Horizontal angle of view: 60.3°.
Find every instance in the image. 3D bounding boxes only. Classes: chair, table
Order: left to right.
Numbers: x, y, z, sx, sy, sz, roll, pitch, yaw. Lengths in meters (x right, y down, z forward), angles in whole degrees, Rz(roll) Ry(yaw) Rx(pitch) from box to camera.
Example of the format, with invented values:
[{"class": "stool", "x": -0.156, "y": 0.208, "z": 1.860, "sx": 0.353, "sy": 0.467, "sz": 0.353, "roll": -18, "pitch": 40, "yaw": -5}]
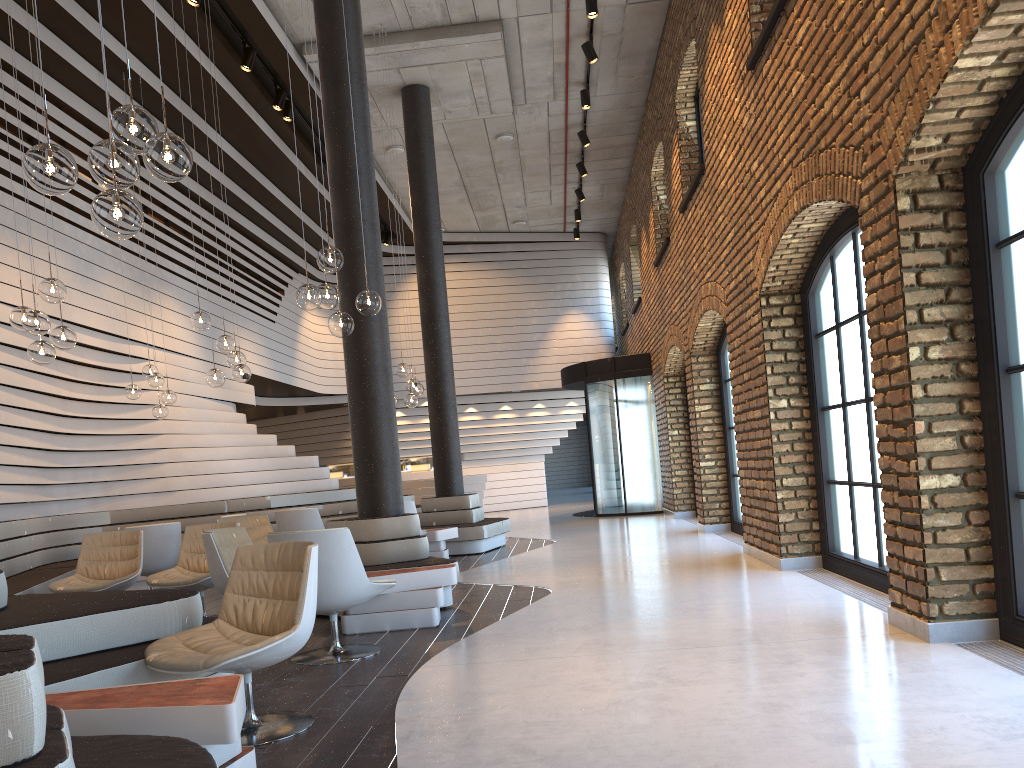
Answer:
[{"class": "chair", "x": -3.342, "y": 1.601, "z": 7.183, "sx": 0.659, "sy": 0.766, "sz": 0.709, "roll": -5, "pitch": -2, "yaw": 11}, {"class": "table", "x": -4.166, "y": 2.118, "z": 9.800, "sx": 0.418, "sy": 0.370, "sz": 0.898, "roll": -7, "pitch": -5, "yaw": 41}, {"class": "table", "x": -1.242, "y": 1.219, "z": 2.965, "sx": 0.909, "sy": 0.370, "sz": 0.413, "roll": -6, "pitch": -3, "yaw": 11}, {"class": "chair", "x": -3.614, "y": 1.774, "z": 8.762, "sx": 0.650, "sy": 0.766, "sz": 0.719, "roll": -3, "pitch": -3, "yaw": -42}, {"class": "chair", "x": -2.503, "y": 1.516, "z": 7.040, "sx": 0.662, "sy": 0.766, "sz": 0.706, "roll": -6, "pitch": -2, "yaw": 23}, {"class": "chair", "x": -3.269, "y": 1.836, "z": 9.726, "sx": 0.711, "sy": 0.766, "sz": 0.657, "roll": -5, "pitch": -2, "yaw": 3}, {"class": "chair", "x": -1.148, "y": 1.086, "z": 3.732, "sx": 0.664, "sy": 0.766, "sz": 0.704, "roll": -7, "pitch": -3, "yaw": 41}, {"class": "chair", "x": -2.496, "y": 1.666, "z": 8.631, "sx": 0.718, "sy": 0.766, "sz": 0.650, "roll": -7, "pitch": -3, "yaw": 43}, {"class": "chair", "x": -1.728, "y": 1.356, "z": 6.059, "sx": 0.712, "sy": 0.766, "sz": 0.656, "roll": -5, "pitch": -2, "yaw": 7}, {"class": "chair", "x": -2.318, "y": 1.784, "z": 10.031, "sx": 0.661, "sy": 0.766, "sz": 0.707, "roll": -6, "pitch": -2, "yaw": 19}, {"class": "chair", "x": -1.068, "y": 1.221, "z": 5.229, "sx": 0.661, "sy": 0.766, "sz": 0.707, "roll": -6, "pitch": -2, "yaw": 21}, {"class": "table", "x": -0.815, "y": 1.472, "z": 6.011, "sx": 0.904, "sy": 0.370, "sz": 0.415, "roll": -5, "pitch": -3, "yaw": -4}, {"class": "chair", "x": -1.263, "y": 1.644, "z": 9.510, "sx": 0.657, "sy": 0.766, "sz": 0.711, "roll": -5, "pitch": -2, "yaw": 4}, {"class": "table", "x": -1.095, "y": 1.902, "z": 10.286, "sx": 0.907, "sy": 0.370, "sz": 0.414, "roll": -5, "pitch": -3, "yaw": 6}]

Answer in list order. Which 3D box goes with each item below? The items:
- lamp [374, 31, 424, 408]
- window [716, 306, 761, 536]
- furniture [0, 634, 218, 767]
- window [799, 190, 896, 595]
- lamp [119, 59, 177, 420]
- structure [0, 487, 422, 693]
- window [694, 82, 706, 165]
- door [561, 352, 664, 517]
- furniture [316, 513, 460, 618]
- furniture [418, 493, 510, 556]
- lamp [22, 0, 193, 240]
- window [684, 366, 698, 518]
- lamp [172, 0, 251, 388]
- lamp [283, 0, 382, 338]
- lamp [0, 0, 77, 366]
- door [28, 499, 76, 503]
[{"class": "lamp", "x": -2.498, "y": -1.415, "z": 15.550, "sx": 9.042, "sy": 4.608, "sz": 42.015, "roll": -5, "pitch": -5, "yaw": 3}, {"class": "window", "x": 2.580, "y": 0.447, "z": 9.637, "sx": 0.130, "sy": 2.534, "sz": 2.358, "roll": -5, "pitch": -2, "yaw": 3}, {"class": "furniture", "x": -1.056, "y": 0.910, "z": 1.713, "sx": 1.274, "sy": 0.721, "sz": 1.779, "roll": -5, "pitch": -5, "yaw": -1}, {"class": "window", "x": 2.367, "y": 0.106, "z": 5.851, "sx": 0.130, "sy": 2.534, "sz": 2.358, "roll": -5, "pitch": -2, "yaw": 3}, {"class": "lamp", "x": -4.019, "y": -1.970, "z": 9.407, "sx": 0.526, "sy": 4.714, "sz": 0.336, "roll": -5, "pitch": 1, "yaw": -35}, {"class": "structure", "x": -3.556, "y": 1.433, "z": 6.072, "sx": 5.771, "sy": 0.926, "sz": 18.277, "roll": -5, "pitch": -5, "yaw": -1}, {"class": "window", "x": 2.198, "y": -2.861, "z": 9.603, "sx": 0.126, "sy": 1.450, "sz": 1.573, "roll": -5, "pitch": -3, "yaw": 3}, {"class": "door", "x": 2.640, "y": 1.017, "z": 16.765, "sx": 3.214, "sy": 2.851, "sz": 3.249, "roll": -5, "pitch": -3, "yaw": 10}, {"class": "furniture", "x": -1.301, "y": 1.441, "z": 7.089, "sx": 1.265, "sy": 0.721, "sz": 1.791, "roll": -3, "pitch": -5, "yaw": -26}, {"class": "furniture", "x": -0.621, "y": 1.784, "z": 11.306, "sx": 1.289, "sy": 0.721, "sz": 1.757, "roll": -8, "pitch": -6, "yaw": 39}, {"class": "lamp", "x": -1.581, "y": -2.800, "z": 3.061, "sx": 0.539, "sy": 4.628, "sz": 0.278, "roll": -5, "pitch": 1, "yaw": -35}, {"class": "window", "x": 2.739, "y": 0.703, "z": 12.475, "sx": 0.130, "sy": 2.534, "sz": 2.358, "roll": -5, "pitch": -2, "yaw": 3}, {"class": "lamp", "x": -2.705, "y": -2.333, "z": 7.649, "sx": 0.311, "sy": 4.741, "sz": 0.659, "roll": -5, "pitch": 1, "yaw": 11}, {"class": "lamp", "x": -1.289, "y": -2.636, "z": 5.635, "sx": 0.542, "sy": 4.675, "sz": 0.294, "roll": -5, "pitch": 1, "yaw": -11}, {"class": "lamp", "x": -3.234, "y": -2.455, "z": 5.793, "sx": 0.293, "sy": 4.675, "sz": 0.544, "roll": -5, "pitch": 1, "yaw": -2}, {"class": "door", "x": -6.412, "y": 1.701, "z": 12.489, "sx": 0.972, "sy": 2.105, "sz": 0.162, "roll": -5, "pitch": 1, "yaw": 4}]
